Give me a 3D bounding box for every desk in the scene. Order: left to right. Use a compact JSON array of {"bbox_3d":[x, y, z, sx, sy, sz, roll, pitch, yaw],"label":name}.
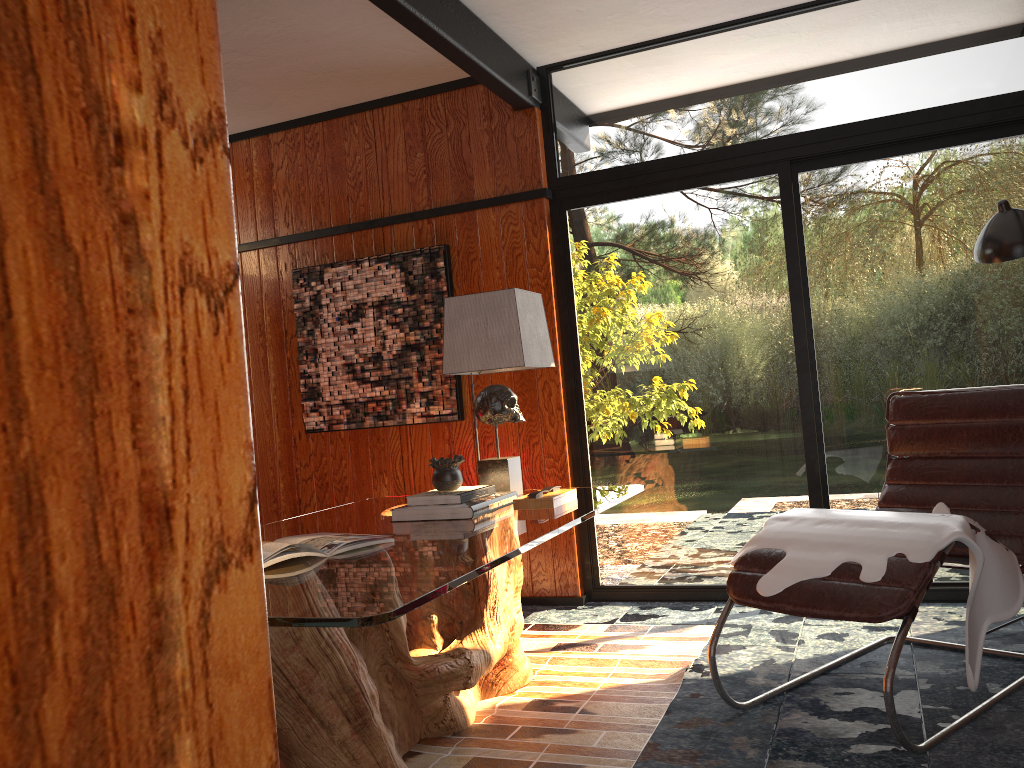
[{"bbox_3d":[-0.368,0.741,2.552,1.150,0.632,1.900,-6,-1,22],"label":"desk"}]

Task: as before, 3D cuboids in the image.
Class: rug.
[{"bbox_3d":[-0.728,1.091,2.908,2.410,0.042,2.439,-6,-1,22],"label":"rug"}]

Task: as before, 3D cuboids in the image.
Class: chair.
[{"bbox_3d":[1.208,0.483,2.766,1.298,0.886,0.593,-4,-2,-40],"label":"chair"}]

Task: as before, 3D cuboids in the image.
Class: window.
[{"bbox_3d":[1.283,-0.347,3.871,2.260,2.580,0.085,-6,-1,22],"label":"window"}]

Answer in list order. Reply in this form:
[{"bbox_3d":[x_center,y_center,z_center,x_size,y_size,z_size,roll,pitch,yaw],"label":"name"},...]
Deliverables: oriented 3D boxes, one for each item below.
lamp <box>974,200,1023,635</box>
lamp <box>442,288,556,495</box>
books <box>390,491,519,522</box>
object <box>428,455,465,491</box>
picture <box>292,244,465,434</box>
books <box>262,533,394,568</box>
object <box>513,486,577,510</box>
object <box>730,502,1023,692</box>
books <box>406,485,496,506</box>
[{"bbox_3d":[1.812,0.124,3.147,0.410,1.514,0.595,-6,-2,31],"label":"lamp"},{"bbox_3d":[-0.034,0.042,3.229,0.316,0.732,0.316,-6,-1,22],"label":"lamp"},{"bbox_3d":[-0.178,0.395,2.870,0.286,0.040,0.366,-6,-1,22],"label":"books"},{"bbox_3d":[-0.211,0.292,2.897,0.118,0.114,0.121,-5,-1,16],"label":"object"},{"bbox_3d":[-0.704,-0.213,4.518,0.916,0.873,0.061,-6,-1,22],"label":"picture"},{"bbox_3d":[-0.561,0.410,2.267,0.300,0.049,0.422,-6,-2,41],"label":"books"},{"bbox_3d":[0.109,0.365,2.872,0.135,0.049,0.238,-6,-1,22],"label":"object"},{"bbox_3d":[1.135,0.623,2.657,0.897,0.489,0.713,-5,-1,-10],"label":"object"},{"bbox_3d":[-0.196,0.362,2.881,0.198,0.029,0.249,-6,-1,24],"label":"books"}]
